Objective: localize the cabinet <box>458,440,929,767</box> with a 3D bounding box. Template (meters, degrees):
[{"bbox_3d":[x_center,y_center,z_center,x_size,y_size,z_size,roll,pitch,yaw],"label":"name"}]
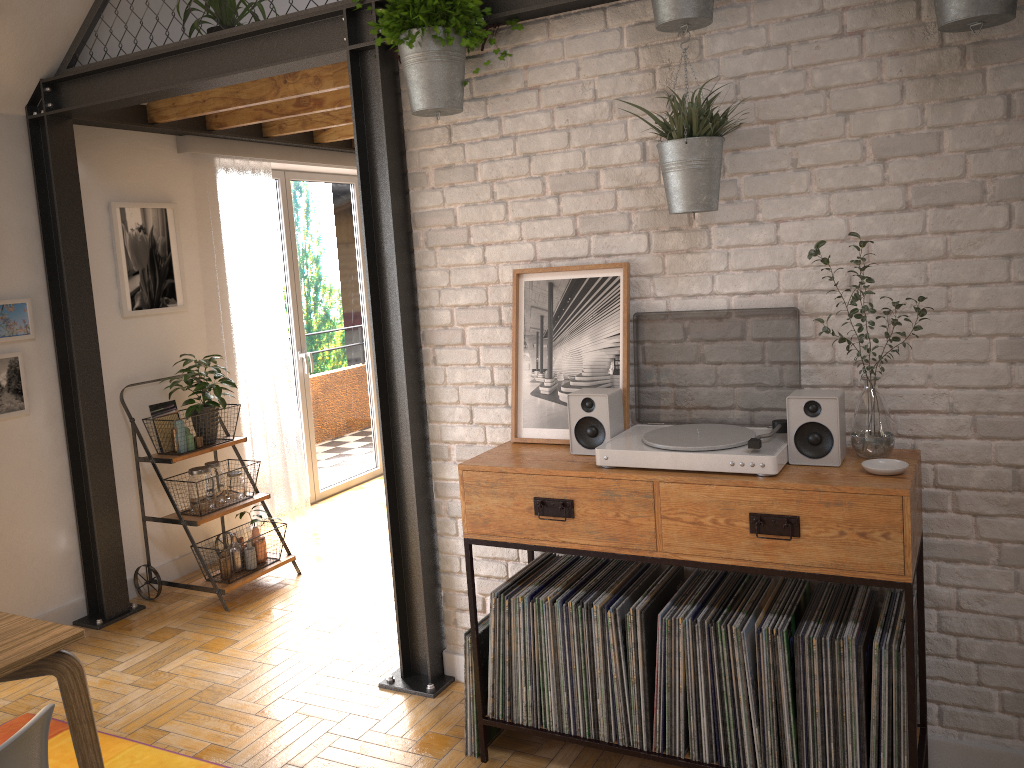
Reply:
[{"bbox_3d":[0.518,0.693,2.634,1.264,0.959,0.458,0,7,28],"label":"cabinet"}]

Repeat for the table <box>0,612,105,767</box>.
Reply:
[{"bbox_3d":[-1.689,1.080,1.760,0.850,0.751,1.473,0,9,28],"label":"table"}]

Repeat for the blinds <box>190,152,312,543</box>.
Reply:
[{"bbox_3d":[-1.498,-0.246,5.203,0.124,2.272,0.670,-1,7,29],"label":"blinds"}]

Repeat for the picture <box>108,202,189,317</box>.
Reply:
[{"bbox_3d":[-1.881,-0.652,4.606,0.023,0.572,0.417,-1,7,28],"label":"picture"}]

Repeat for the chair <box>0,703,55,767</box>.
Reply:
[{"bbox_3d":[0.100,0.176,0.261,4.018,2.674,3.507,0,8,29],"label":"chair"}]

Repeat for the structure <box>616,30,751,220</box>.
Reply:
[{"bbox_3d":[0.500,-0.742,2.558,0.360,0.532,0.386,1,8,38],"label":"structure"}]

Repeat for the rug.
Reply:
[{"bbox_3d":[-1.623,1.457,1.695,1.937,0.024,2.797,0,9,28],"label":"rug"}]

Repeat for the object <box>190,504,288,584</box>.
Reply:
[{"bbox_3d":[-1.356,0.798,4.469,0.276,0.289,0.441,0,8,28],"label":"object"}]

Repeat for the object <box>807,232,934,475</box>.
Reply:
[{"bbox_3d":[0.932,-0.097,2.377,0.296,0.618,0.291,2,9,43],"label":"object"}]

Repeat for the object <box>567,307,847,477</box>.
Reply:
[{"bbox_3d":[0.541,0.006,2.574,0.787,0.413,0.417,0,8,28],"label":"object"}]

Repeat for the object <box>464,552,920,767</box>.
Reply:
[{"bbox_3d":[0.500,0.883,2.685,1.313,0.572,0.406,0,8,28],"label":"object"}]

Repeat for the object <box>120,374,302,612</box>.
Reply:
[{"bbox_3d":[-1.541,0.507,4.530,0.631,1.073,0.581,-1,7,28],"label":"object"}]

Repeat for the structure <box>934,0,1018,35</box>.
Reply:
[{"bbox_3d":[1.115,-1.181,2.138,0.424,0.649,0.438,-8,8,-31],"label":"structure"}]

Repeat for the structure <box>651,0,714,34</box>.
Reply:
[{"bbox_3d":[0.445,-1.292,2.496,0.384,0.604,0.350,-5,6,-9],"label":"structure"}]

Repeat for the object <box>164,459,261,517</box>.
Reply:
[{"bbox_3d":[-1.515,0.514,4.513,0.238,0.215,0.441,0,9,28],"label":"object"}]

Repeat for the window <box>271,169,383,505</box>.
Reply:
[{"bbox_3d":[1.221,-1.003,1.869,8.629,4.446,7.823,0,9,28],"label":"window"}]

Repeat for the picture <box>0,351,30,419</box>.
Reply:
[{"bbox_3d":[-2.245,0.009,3.912,0.022,0.283,0.202,-1,7,27],"label":"picture"}]

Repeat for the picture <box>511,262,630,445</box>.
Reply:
[{"bbox_3d":[0.186,-0.095,2.889,0.410,0.573,0.127,-1,7,28],"label":"picture"}]

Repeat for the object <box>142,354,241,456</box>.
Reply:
[{"bbox_3d":[-1.631,0.087,4.525,0.396,0.473,0.494,2,9,40],"label":"object"}]

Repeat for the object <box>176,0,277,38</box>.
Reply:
[{"bbox_3d":[-1.299,-1.702,3.955,0.528,0.589,0.460,-3,7,11],"label":"object"}]

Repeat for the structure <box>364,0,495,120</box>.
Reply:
[{"bbox_3d":[-0.270,-1.188,2.876,0.424,0.649,0.438,-8,8,-31],"label":"structure"}]

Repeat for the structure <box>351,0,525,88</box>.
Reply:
[{"bbox_3d":[-0.248,-1.812,2.954,2.127,1.672,0.433,0,7,28],"label":"structure"}]

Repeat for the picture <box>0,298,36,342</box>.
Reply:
[{"bbox_3d":[-2.241,-0.280,3.921,0.023,0.182,0.252,-1,8,28],"label":"picture"}]
